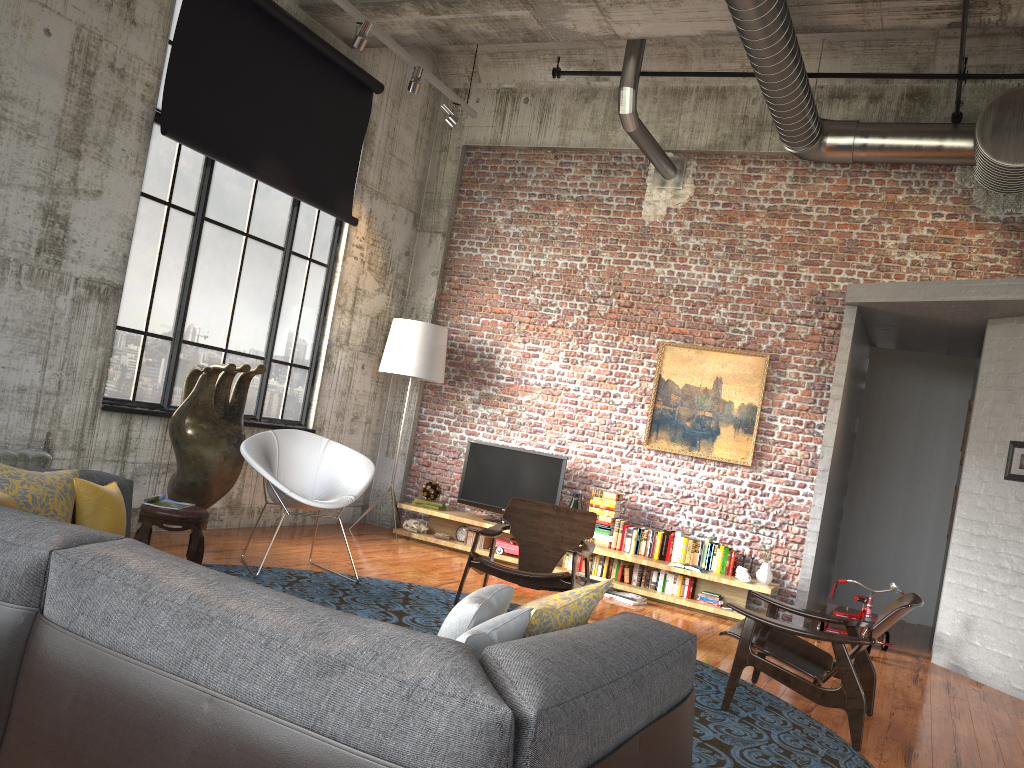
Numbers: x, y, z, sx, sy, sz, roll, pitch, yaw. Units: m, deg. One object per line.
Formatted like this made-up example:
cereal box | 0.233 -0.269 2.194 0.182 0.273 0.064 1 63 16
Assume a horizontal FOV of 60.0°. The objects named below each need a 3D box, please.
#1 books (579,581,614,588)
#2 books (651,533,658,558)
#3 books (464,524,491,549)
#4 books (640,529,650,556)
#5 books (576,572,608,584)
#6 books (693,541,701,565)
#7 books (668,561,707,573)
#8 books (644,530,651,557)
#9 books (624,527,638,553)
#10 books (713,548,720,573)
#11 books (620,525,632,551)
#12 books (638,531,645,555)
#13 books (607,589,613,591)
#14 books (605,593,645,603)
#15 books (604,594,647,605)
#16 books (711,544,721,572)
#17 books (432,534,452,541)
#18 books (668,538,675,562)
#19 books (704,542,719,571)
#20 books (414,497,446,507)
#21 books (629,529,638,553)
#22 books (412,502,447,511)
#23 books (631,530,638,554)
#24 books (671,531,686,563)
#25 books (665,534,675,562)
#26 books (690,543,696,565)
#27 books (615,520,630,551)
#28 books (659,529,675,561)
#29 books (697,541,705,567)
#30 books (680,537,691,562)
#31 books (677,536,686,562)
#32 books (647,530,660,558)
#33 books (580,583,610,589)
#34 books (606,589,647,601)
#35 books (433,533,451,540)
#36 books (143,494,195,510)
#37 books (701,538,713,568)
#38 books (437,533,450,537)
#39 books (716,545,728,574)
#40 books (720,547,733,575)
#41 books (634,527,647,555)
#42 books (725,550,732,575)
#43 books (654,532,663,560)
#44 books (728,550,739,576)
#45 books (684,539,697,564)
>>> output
books | 0.724 1.798 8.047 0.319 0.028 0.263 8 -3 36
books | 1.380 1.537 8.423 0.037 0.231 0.168 10 -2 26
books | -0.345 1.557 9.054 0.232 0.218 0.174 9 -2 26
books | 1.284 1.514 8.452 0.032 0.246 0.171 10 -2 26
books | 0.708 1.764 8.029 0.296 0.035 0.237 9 -3 28
books | 1.742 1.593 8.278 0.045 0.240 0.175 10 -2 25
books | 1.594 1.658 8.055 0.316 0.040 0.214 9 -3 26
books | 1.315 1.517 8.441 0.032 0.250 0.160 10 -2 26
books | 1.145 1.496 8.512 0.045 0.240 0.175 10 -2 26
books | 1.908 1.627 8.190 0.027 0.223 0.161 10 -2 25
books | 1.096 1.483 8.547 0.026 0.250 0.160 10 -2 26
books | 1.256 1.522 8.466 0.027 0.223 0.162 10 -2 26
books | 0.731 1.864 8.085 0.319 0.040 0.237 9 -3 28
books | 1.007 1.897 7.895 0.306 0.017 0.232 9 -3 24
books | 1.008 1.914 7.891 0.312 0.017 0.232 8 -4 41
books | 1.887 1.610 8.201 0.026 0.250 0.160 10 -2 25
books | -0.729 1.595 9.192 0.211 0.020 0.162 10 -3 -7
books | 1.523 1.568 8.368 0.026 0.223 0.161 10 -2 25
books | 1.851 1.600 8.222 0.060 0.259 0.180 10 -2 25
books | -0.865 1.252 9.383 0.301 0.037 0.243 10 -3 5
books | 1.178 1.509 8.500 0.027 0.223 0.162 10 -2 26
books | -0.872 1.288 9.382 0.301 0.037 0.243 9 -3 18
books | 1.197 1.512 8.481 0.026 0.223 0.162 10 -2 26
books | 1.568 1.541 8.360 0.053 0.290 0.177 10 -1 25
books | 1.504 1.551 8.381 0.026 0.250 0.160 10 -2 25
books | 1.706 1.596 8.285 0.027 0.223 0.161 10 -2 25
books | 1.073 1.463 8.569 0.040 0.284 0.198 10 -2 26
books | 1.472 1.530 8.414 0.065 0.284 0.198 10 -2 25
books | 1.774 1.591 8.251 0.034 0.253 0.183 10 -2 25
books | 1.631 1.569 8.322 0.034 0.253 0.183 10 -2 25
books | 1.603 1.565 8.340 0.034 0.253 0.183 10 -2 25
books | 1.346 1.517 8.429 0.034 0.259 0.180 10 -2 26
books | 0.724 1.828 8.082 0.299 0.028 0.237 9 -3 24
books | 1.016 1.883 7.902 0.310 0.014 0.251 8 -3 32
books | -0.722 1.576 9.185 0.166 0.021 0.211 10 -3 1
books | -2.191 0.755 5.674 0.229 0.043 0.300 10 -3 0
books | 1.812 1.578 8.245 0.036 0.290 0.177 10 -1 25
books | -0.710 1.560 9.177 0.113 0.016 0.114 12 -4 -40
books | 1.941 1.617 8.185 0.034 0.253 0.183 10 -2 25
books | 1.974 1.629 8.168 0.045 0.240 0.175 10 -2 25
books | 1.233 1.503 8.481 0.034 0.253 0.183 10 -2 26
books | 2.000 1.641 8.143 0.026 0.223 0.161 10 -2 25
books | 1.406 1.529 8.393 0.034 0.253 0.183 10 -2 26
books | 2.033 1.642 8.140 0.037 0.231 0.168 10 -2 25
books | 1.672 1.579 8.305 0.057 0.246 0.171 10 -2 25
